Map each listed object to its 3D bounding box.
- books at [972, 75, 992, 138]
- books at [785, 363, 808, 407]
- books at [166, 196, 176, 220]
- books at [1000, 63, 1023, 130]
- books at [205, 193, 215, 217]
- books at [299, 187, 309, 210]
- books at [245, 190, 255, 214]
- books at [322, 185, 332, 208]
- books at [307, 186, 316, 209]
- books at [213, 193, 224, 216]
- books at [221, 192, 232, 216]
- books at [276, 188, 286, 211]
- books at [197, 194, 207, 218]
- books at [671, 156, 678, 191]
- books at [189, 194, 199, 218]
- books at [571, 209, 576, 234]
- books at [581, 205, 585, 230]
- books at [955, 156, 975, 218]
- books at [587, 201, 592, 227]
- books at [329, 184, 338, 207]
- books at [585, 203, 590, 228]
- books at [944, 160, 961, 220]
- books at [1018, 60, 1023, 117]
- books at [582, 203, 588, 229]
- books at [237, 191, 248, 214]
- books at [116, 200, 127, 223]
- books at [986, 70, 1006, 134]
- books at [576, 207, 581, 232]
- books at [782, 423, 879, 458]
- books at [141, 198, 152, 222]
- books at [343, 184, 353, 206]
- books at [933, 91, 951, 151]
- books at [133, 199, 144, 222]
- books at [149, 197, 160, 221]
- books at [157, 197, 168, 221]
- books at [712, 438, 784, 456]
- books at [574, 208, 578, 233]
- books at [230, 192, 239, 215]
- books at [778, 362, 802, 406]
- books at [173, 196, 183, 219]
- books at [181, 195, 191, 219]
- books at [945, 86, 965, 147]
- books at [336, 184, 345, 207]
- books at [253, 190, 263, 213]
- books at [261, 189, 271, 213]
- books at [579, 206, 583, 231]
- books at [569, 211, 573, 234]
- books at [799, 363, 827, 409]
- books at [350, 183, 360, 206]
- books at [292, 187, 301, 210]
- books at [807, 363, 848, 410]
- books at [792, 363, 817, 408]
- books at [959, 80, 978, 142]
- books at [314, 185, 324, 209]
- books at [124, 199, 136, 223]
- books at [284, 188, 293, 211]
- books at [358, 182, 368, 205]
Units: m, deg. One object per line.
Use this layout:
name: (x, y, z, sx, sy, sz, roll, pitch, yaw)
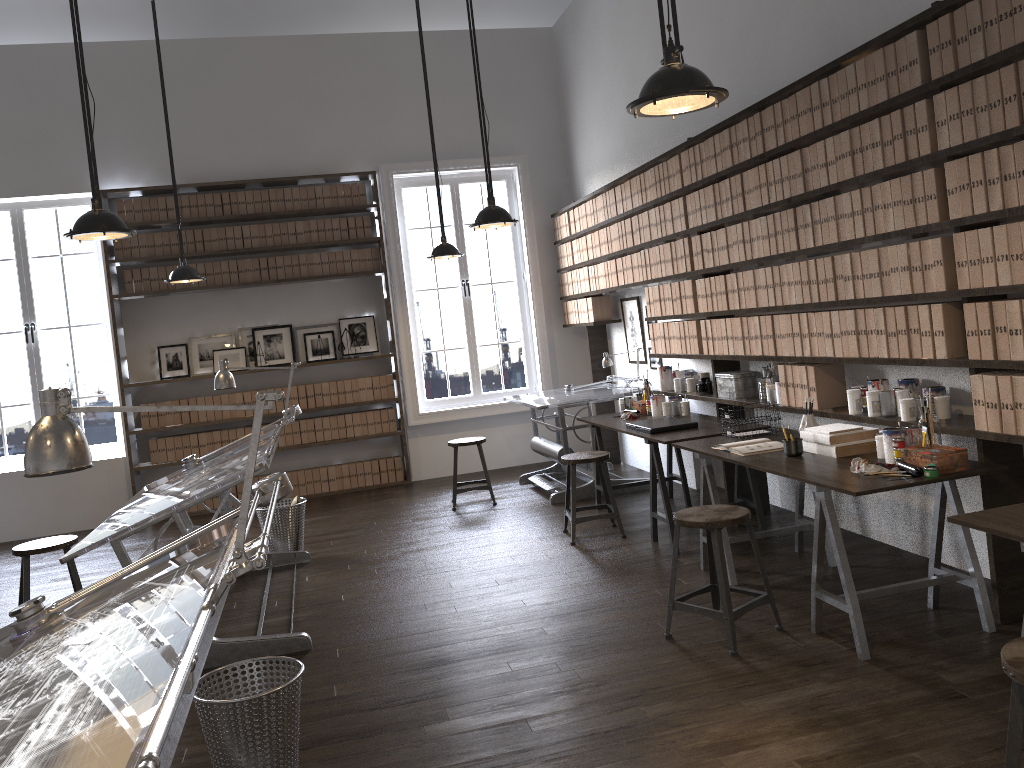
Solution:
books: (1.799, -1.018, 3.256, 0.175, 0.225, 0.066, -7, 1, -13)
books: (1.578, 0.001, 4.773, 0.175, 0.225, 0.066, -7, 1, -13)
books: (-3.130, -1.604, 8.164, 0.067, 0.225, 0.174, -7, 2, -13)
books: (1.827, -1.012, 3.119, 0.175, 0.225, 0.067, -7, 1, -13)
books: (-2.802, -1.646, 8.238, 0.067, 0.225, 0.174, -7, 2, -13)
books: (-1.979, -1.750, 8.432, 0.067, 0.225, 0.174, -7, 2, -13)
books: (-2.455, -1.690, 8.319, 0.067, 0.225, 0.174, -7, 2, -13)
books: (-1.773, -1.776, 8.476, 0.067, 0.225, 0.174, -7, 2, -13)
books: (-1.911, -1.759, 8.446, 0.067, 0.225, 0.174, -7, 2, -13)
books: (-2.734, -1.655, 8.258, 0.067, 0.225, 0.174, -7, 2, -13)
books: (-2.660, -1.664, 8.270, 0.067, 0.225, 0.174, -7, 2, -13)
books: (-2.185, -1.724, 8.377, 0.067, 0.225, 0.174, -7, 2, -13)
books: (-2.871, -1.637, 8.226, 0.067, 0.225, 0.174, -7, 2, -13)
books: (1.161, -1.404, 5.902, 0.174, 0.225, 0.066, -7, 1, -13)
books: (-2.940, -1.629, 8.210, 0.067, 0.225, 0.174, -7, 2, -13)
books: (0.646, -1.497, 8.148, 0.175, 0.225, 0.067, -7, 1, -13)
books: (0.715, -1.486, 7.868, 0.175, 0.225, 0.066, -7, 1, -13)
books: (1.797, -0.756, 3.378, 0.175, 0.225, 0.067, -7, 1, -13)
books: (0.756, -1.478, 7.675, 0.175, 0.225, 0.066, -7, 1, -13)
books: (-1.712, -1.784, 8.491, 0.067, 0.225, 0.174, -7, 2, -13)
books: (0.743, -1.481, 7.737, 0.175, 0.225, 0.066, -7, 1, -13)
books: (1.787, -0.759, 3.441, 0.175, 0.225, 0.066, -7, 1, -13)
books: (1.849, -1.010, 3.047, 0.175, 0.225, 0.066, -7, 1, -13)
books: (0.724, -1.483, 7.801, 0.175, 0.225, 0.067, -7, 1, -13)
books: (-2.524, -1.681, 8.300, 0.067, 0.225, 0.174, -7, 2, -13)
books: (-3.543, -1.552, 8.065, 0.067, 0.225, 0.174, -7, 2, -13)
books: (1.816, -1.016, 3.192, 0.175, 0.225, 0.066, -7, 1, -13)
books: (0.679, -1.492, 8.005, 0.174, 0.225, 0.066, -7, 1, -13)
books: (1.436, 0.245, 4.044, 0.386, 0.147, 0.294, -7, 3, -13)
books: (-3.337, -1.578, 8.120, 0.067, 0.225, 0.174, -7, 2, -13)
books: (-1.582, -1.801, 8.522, 0.067, 0.225, 0.174, -7, 2, -13)
books: (1.752, -1.027, 3.458, 0.174, 0.225, 0.066, -7, 1, -13)
books: (-3.404, -1.570, 8.101, 0.067, 0.225, 0.174, -7, 2, -13)
books: (-3.269, -1.587, 8.134, 0.067, 0.225, 0.174, -7, 2, -13)
books: (-3.200, -1.595, 8.146, 0.067, 0.225, 0.174, -7, 2, -13)
books: (1.181, 0.306, 4.392, 0.256, 0.029, 0.355, -7, 4, -12)
books: (0.668, -1.495, 8.076, 0.175, 0.225, 0.066, -7, 1, -13)
books: (-2.590, -1.673, 8.292, 0.067, 0.225, 0.174, -7, 2, -13)
books: (1.558, -0.001, 4.837, 0.175, 0.225, 0.067, -7, 1, -13)
books: (-3.070, -1.612, 8.179, 0.067, 0.225, 0.174, -7, 2, -13)
books: (-3.004, -1.620, 8.190, 0.067, 0.225, 0.174, -7, 2, -13)
books: (1.764, -1.023, 3.387, 0.175, 0.225, 0.066, -7, 1, -13)
books: (-1.646, -1.792, 8.502, 0.067, 0.225, 0.174, -7, 2, -13)
books: (-2.388, -1.699, 8.338, 0.067, 0.225, 0.174, -7, 2, -13)
books: (-2.320, -1.707, 8.352, 0.067, 0.225, 0.174, -7, 2, -13)
books: (0.699, -1.489, 7.937, 0.174, 0.225, 0.066, -7, 1, -13)
books: (0.635, -1.501, 8.221, 0.175, 0.225, 0.066, -7, 1, -13)
books: (1.606, 0.007, 4.633, 0.174, 0.225, 0.066, -7, 1, -13)
books: (-1.514, -1.809, 8.538, 0.067, 0.225, 0.174, -7, 2, -13)
books: (-2.046, -1.742, 8.413, 0.067, 0.225, 0.174, -7, 2, -13)
books: (1.626, 0.010, 4.565, 0.175, 0.225, 0.066, -7, 1, -13)
books: (1.594, 0.004, 4.703, 0.174, 0.225, 0.066, -7, 1, -13)
books: (1.780, -1.020, 3.316, 0.175, 0.225, 0.067, -7, 1, -13)
books: (-1.842, -1.767, 8.458, 0.067, 0.225, 0.174, -7, 2, -13)
books: (-3.473, -1.561, 8.082, 0.067, 0.225, 0.174, -7, 2, -13)
books: (-2.115, -1.733, 8.394, 0.067, 0.225, 0.174, -7, 2, -13)
books: (-1.444, -1.818, 8.550, 0.067, 0.225, 0.174, -7, 2, -13)
